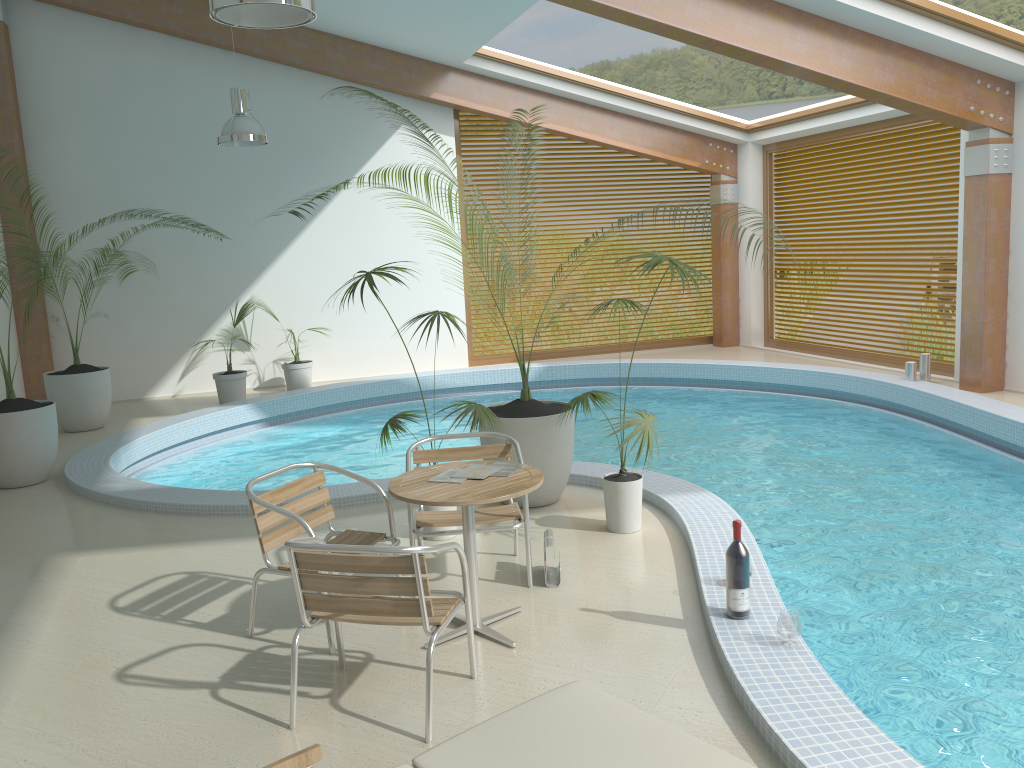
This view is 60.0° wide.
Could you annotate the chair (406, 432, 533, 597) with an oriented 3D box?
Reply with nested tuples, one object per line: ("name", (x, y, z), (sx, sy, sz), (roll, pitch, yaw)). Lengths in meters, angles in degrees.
("chair", (-0.238, 0.674, 4.735), (0.618, 0.727, 0.563), (-4, 9, -5))

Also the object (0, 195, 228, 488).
("object", (-4.148, -0.668, 7.386), (2.979, 2.960, 2.729), (4, 11, 37))

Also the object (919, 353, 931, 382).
("object", (4.590, -0.178, 9.851), (0.115, 0.320, 0.115), (2, 10, 31))

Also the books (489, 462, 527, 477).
("books", (-0.050, 0.399, 4.152), (0.166, 0.004, 0.241), (1, 10, 23))

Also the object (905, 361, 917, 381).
("object", (4.312, -0.145, 9.590), (0.115, 0.204, 0.115), (1, 10, 23))

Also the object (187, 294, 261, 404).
("object", (-3.432, -0.426, 10.930), (0.822, 1.310, 1.067), (1, 10, 22))

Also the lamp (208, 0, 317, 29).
("lamp", (-1.259, -2.755, 4.166), (0.506, 1.958, 0.505), (-6, 9, -17))

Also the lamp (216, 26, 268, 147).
("lamp", (-2.811, -3.428, 8.941), (0.506, 1.958, 0.505), (-6, 9, -17))

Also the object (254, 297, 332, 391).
("object", (-2.848, -0.556, 11.559), (1.067, 1.310, 0.822), (-4, 9, -5))

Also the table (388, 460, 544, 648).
("table", (-0.189, 0.787, 4.069), (0.700, 0.720, 0.700), (-3, 9, 2))

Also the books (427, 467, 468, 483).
("books", (-0.261, 0.421, 4.087), (0.166, 0.004, 0.241), (1, 10, 23))

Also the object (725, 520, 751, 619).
("object", (0.994, 0.811, 3.907), (0.109, 0.435, 0.109), (0, 9, 17))

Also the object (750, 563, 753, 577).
("object", (1.104, 0.902, 4.265), (0.102, 0.137, 0.102), (-4, 9, -9))

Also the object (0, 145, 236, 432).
("object", (-4.694, -1.003, 9.688), (2.729, 2.960, 2.979), (-10, 11, -36))

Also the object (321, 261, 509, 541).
("object", (-0.561, 0.115, 5.316), (1.059, 1.695, 0.791), (0, 9, 18))

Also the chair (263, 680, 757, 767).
("chair", (-0.303, 1.063, 1.886), (1.903, 0.866, 0.861), (-10, 11, -39))

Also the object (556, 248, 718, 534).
("object", (0.733, 0.048, 5.312), (0.791, 1.695, 1.059), (-8, 10, -30))

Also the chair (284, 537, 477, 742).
("chair", (-0.516, 0.888, 3.471), (0.618, 0.727, 0.563), (-1, 9, 15))

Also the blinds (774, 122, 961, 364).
("blinds", (4.652, -1.794, 11.596), (0.095, 2.921, 4.200), (-6, 9, -17))

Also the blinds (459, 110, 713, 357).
("blinds", (1.176, -2.505, 13.667), (4.500, 4.025, 0.099), (-6, 9, -17))

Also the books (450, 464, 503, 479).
("books", (-0.161, 0.406, 4.117), (0.166, 0.004, 0.241), (1, 10, 23))

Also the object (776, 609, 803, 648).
("object", (1.136, 1.000, 3.631), (0.102, 0.137, 0.102), (-4, 9, -9))

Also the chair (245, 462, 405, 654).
("chair", (-0.897, 0.785, 4.252), (0.563, 0.727, 0.618), (1, 10, 25))

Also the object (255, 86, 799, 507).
("object", (0.135, -0.637, 5.755), (2.979, 2.960, 2.729), (-3, 9, 0))

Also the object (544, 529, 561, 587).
("object", (0.212, 0.918, 4.695), (0.081, 0.223, 0.272), (-3, 9, 3))
